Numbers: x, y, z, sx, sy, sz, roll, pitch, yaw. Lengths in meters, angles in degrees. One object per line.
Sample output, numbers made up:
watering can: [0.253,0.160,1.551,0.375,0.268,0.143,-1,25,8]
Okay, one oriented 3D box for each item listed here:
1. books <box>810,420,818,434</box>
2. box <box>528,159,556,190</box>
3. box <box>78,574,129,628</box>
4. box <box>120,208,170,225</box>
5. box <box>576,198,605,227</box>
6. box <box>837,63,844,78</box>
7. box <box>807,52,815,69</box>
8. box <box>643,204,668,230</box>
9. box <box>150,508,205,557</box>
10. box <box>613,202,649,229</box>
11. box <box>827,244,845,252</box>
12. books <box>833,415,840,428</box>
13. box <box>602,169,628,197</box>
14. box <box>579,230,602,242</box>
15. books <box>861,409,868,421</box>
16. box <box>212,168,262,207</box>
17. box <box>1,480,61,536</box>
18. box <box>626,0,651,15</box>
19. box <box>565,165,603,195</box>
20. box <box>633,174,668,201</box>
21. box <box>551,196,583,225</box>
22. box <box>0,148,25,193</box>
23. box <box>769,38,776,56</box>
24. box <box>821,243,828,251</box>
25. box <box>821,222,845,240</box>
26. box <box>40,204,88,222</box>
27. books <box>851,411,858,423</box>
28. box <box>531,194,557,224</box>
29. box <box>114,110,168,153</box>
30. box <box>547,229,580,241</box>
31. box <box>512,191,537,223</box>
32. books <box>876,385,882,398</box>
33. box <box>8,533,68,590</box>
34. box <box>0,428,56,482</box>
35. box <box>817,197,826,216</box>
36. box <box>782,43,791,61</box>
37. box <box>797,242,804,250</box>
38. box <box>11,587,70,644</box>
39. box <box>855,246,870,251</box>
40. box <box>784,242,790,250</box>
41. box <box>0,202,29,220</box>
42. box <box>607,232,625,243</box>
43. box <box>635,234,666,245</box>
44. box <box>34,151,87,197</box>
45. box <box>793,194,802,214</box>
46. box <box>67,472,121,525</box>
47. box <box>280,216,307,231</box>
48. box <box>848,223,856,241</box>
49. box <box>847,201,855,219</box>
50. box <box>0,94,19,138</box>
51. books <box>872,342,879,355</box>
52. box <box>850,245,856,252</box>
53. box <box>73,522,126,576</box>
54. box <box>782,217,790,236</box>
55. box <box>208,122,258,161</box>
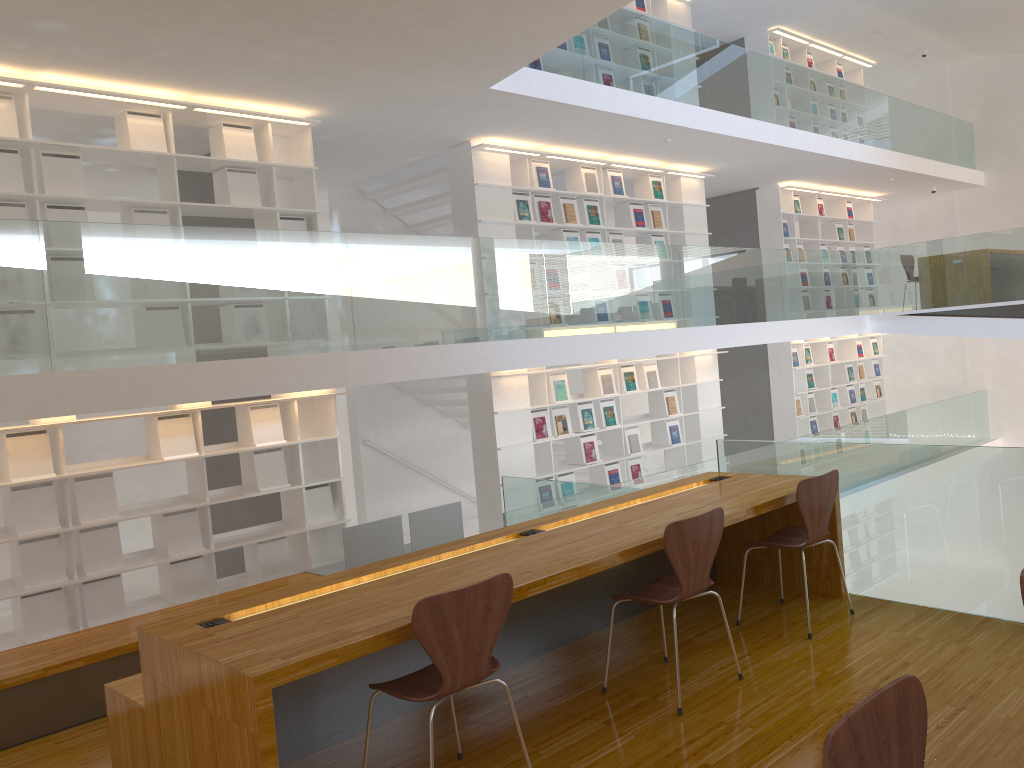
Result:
books: [4.173,0.612,12.235,0.145,0.210,0.037,-7,3,-44]
box: [0.231,-2.018,8.648,0.245,0.296,0.274,-7,3,-44]
box: [-2.689,1.390,5.782,0.245,0.296,0.274,-7,3,-44]
box: [-2.495,-1.037,6.081,0.245,0.296,0.274,-7,3,-44]
box: [0.764,-1.750,9.145,0.245,0.296,0.274,-7,3,-44]
box: [4.800,-4.620,13.226,0.245,0.296,0.274,-7,3,-44]
box: [4.139,-4.543,12.588,0.245,0.296,0.274,-7,3,-44]
box: [1.545,-1.842,9.896,0.245,0.296,0.274,-7,3,-44]
box: [-2.321,1.015,6.152,0.245,0.296,0.274,-7,3,-44]
box: [1.300,-1.816,9.661,0.245,0.296,0.274,-7,3,-44]
box: [4.769,-1.898,13.069,0.245,0.296,0.274,-7,3,-44]
books: [4.647,0.559,12.695,0.145,0.210,0.037,-7,3,-44]
box: [1.041,-2.114,9.427,0.245,0.296,0.274,-7,3,-44]
box: [0.789,-1.422,9.153,0.245,0.296,0.274,-7,3,-44]
books: [5.292,0.487,13.311,0.145,0.210,0.037,-7,3,-44]
box: [-2.022,-1.424,6.552,0.245,0.296,0.274,-7,3,-44]
box: [-2.995,0.765,5.519,0.245,0.296,0.274,-7,3,-44]
box: [1.338,-4.207,9.809,0.245,0.296,0.274,-7,3,-44]
box: [0.741,-2.078,9.138,0.245,0.296,0.274,-7,3,-44]
box: [1.552,-2.174,9.918,0.245,0.296,0.274,-7,3,-44]
box: [0.516,-1.720,8.907,0.245,0.296,0.274,-7,3,-44]
box: [-3.169,-1.288,5.448,0.245,0.296,0.274,-7,3,-44]
box: [3.366,-4.450,11.846,0.245,0.296,0.274,-7,3,-44]
box: [4.383,-1.852,12.698,0.245,0.296,0.274,-7,3,-44]
box: [4.741,-2.224,13.058,0.245,0.296,0.274,-7,3,-44]
box: [-2.882,-0.991,5.709,0.245,0.296,0.274,-7,3,-44]
books: [5.053,0.515,13.081,0.145,0.210,0.037,-7,3,-44]
box: [0.251,-1.689,8.668,0.245,0.296,0.274,-7,3,-44]
box: [-2.534,-1.694,6.071,0.245,0.296,0.274,-7,3,-44]
box: [0.545,-1.394,8.919,0.245,0.296,0.274,-7,3,-44]
box: [0.041,-1.665,8.449,0.245,0.296,0.274,-7,3,-44]
books: [5.663,0.121,13.683,0.145,0.210,0.037,-7,3,-44]
box: [-2.960,1.091,5.537,0.245,0.296,0.274,-7,3,-44]
box: [-3.022,0.438,5.507,0.245,0.296,0.274,-7,3,-44]
box: [4.313,-2.505,12.658,0.245,0.296,0.274,-7,3,-44]
box: [3.651,-4.484,12.121,0.245,0.296,0.274,-7,3,-44]
box: [3.881,-1.792,12.215,0.245,0.296,0.274,-7,3,-44]
box: [-2.946,1.420,5.535,0.245,0.296,0.274,-7,3,-44]
box: [5.406,-1.974,13.682,0.245,0.296,0.274,-7,3,-44]
box: [3.612,-1.760,11.956,0.245,0.296,0.274,-7,3,-44]
box: [-3.134,-0.961,5.466,0.245,0.296,0.274,-7,3,-44]
box: [1.054,-1.453,9.408,0.245,0.296,0.274,-7,3,-44]
box: [1.574,-1.515,9.908,0.245,0.296,0.274,-7,3,-44]
box: [-2.909,-1.318,5.698,0.245,0.296,0.274,-7,3,-44]
box: [3.824,-2.446,12.191,0.245,0.296,0.274,-7,3,-44]
box: [-2.735,0.735,5.769,0.245,0.296,0.274,-7,3,-44]
box: [-1.724,-1.128,6.823,0.245,0.296,0.274,-7,3,-44]
box: [5.001,-2.256,13.308,0.245,0.296,0.274,-7,3,-44]
box: [4.973,-2.582,13.297,0.245,0.296,0.274,-7,3,-44]
box: [-3.197,-1.614,5.436,0.245,0.296,0.274,-7,3,-44]
books: [5.602,-0.538,13.660,0.145,0.210,0.037,-7,3,-44]
box: [5.022,-1.928,13.312,0.245,0.296,0.274,-7,3,-44]
box: [-2.707,1.061,5.780,0.245,0.296,0.274,-7,3,-44]
box: [3.579,-2.087,11.940,0.245,0.296,0.274,-7,3,-44]
box: [-2.048,-1.750,6.542,0.245,0.296,0.274,-7,3,-44]
